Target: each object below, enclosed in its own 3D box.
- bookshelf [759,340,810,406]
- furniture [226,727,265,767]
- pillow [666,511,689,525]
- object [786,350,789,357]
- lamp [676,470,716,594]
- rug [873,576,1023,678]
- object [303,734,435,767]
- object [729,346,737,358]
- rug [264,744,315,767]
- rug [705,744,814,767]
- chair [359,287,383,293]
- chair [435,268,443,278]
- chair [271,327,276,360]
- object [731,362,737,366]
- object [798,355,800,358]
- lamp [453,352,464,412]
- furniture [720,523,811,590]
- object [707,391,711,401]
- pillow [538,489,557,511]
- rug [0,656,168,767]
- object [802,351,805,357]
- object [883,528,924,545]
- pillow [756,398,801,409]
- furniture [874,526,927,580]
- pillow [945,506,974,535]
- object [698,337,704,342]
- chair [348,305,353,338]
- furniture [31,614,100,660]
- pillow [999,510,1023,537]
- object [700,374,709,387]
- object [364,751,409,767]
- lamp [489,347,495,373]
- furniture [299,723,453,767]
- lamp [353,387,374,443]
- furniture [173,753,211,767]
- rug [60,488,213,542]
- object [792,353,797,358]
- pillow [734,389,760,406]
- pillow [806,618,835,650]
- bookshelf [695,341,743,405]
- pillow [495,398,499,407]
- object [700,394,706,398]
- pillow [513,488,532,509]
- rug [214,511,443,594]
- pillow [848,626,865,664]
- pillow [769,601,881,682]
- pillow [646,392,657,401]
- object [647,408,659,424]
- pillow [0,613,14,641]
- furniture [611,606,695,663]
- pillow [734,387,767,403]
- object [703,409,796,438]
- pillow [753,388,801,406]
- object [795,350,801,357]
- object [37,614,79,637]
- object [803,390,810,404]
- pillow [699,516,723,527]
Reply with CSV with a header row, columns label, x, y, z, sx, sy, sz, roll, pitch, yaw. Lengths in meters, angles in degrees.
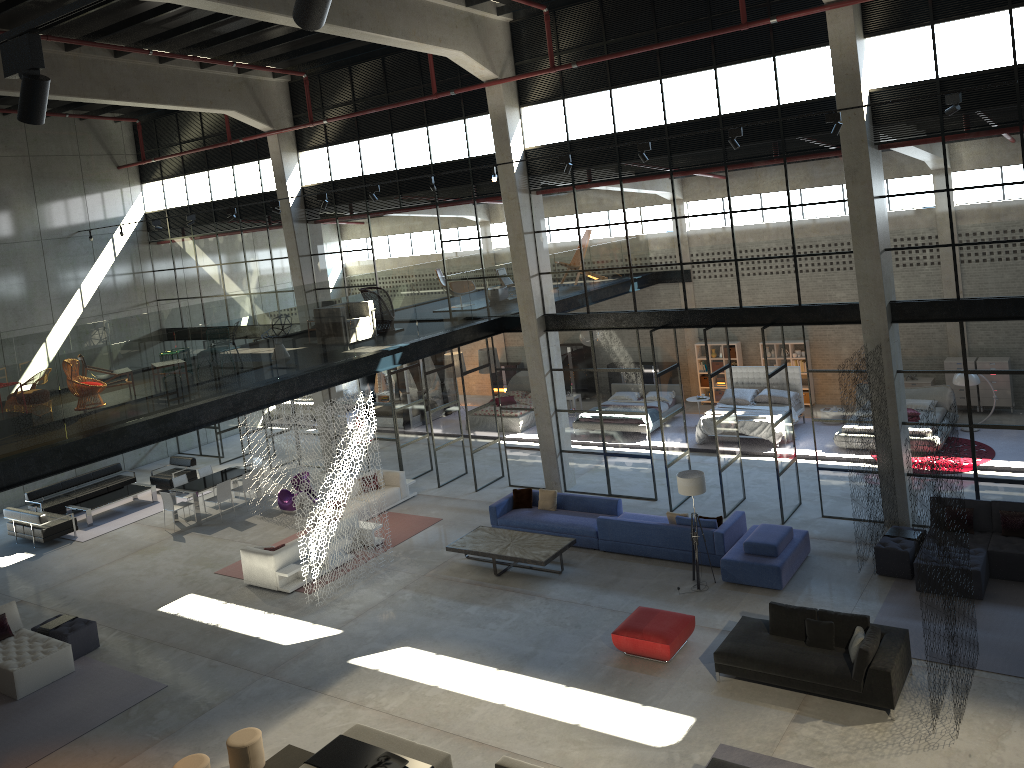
label,x,y,z,sx,sy,sz,roll,pitch,yaw
bookshelf,7.403,-0.272,23.589,1.235,1.743,0.335,-3,5,35
furniture,-3.104,4.302,10.241,0.398,0.397,0.408,-4,8,25
pillow,2.827,2.337,14.790,0.400,0.378,0.210,-2,7,36
object,7.310,-0.843,23.514,0.166,0.249,0.167,-8,6,-10
lamp,2.793,2.275,13.480,0.427,1.729,0.679,-5,5,33
rug,6.692,3.118,11.282,3.617,0.020,2.698,1,13,35
object,-1.536,4.110,9.402,1.468,0.086,0.545,1,13,35
object,6.111,-0.892,24.385,0.322,0.295,0.329,-2,9,35
rug,-1.964,4.704,8.522,3.617,0.020,2.698,1,13,35
rug,3.036,4.294,7.543,3.617,0.020,2.698,1,13,35
chair,-2.930,-1.628,19.128,0.686,0.978,0.839,-6,6,6
chair,-1.374,-2.507,22.544,0.985,1.019,0.794,-10,7,-26
chair,-4.500,-0.888,16.805,0.564,0.794,0.613,-7,6,2
object,6.180,-0.553,24.413,0.259,0.132,0.059,0,7,35
object,7.609,-0.736,23.255,0.065,0.063,0.066,-8,7,-7
lamp,-1.618,0.001,26.851,0.805,1.908,0.686,-8,4,-13
furniture,4.016,2.613,13.884,0.946,0.549,1.566,-1,12,35
object,5.610,0.339,24.877,0.140,0.233,0.140,-9,5,-18
pillow,0.679,2.214,16.731,0.400,0.378,0.210,-2,7,36
rug,-6.979,4.681,11.716,2.639,0.020,3.698,1,13,35
object,7.765,-0.802,23.307,0.143,0.136,0.141,-12,9,-37
object,6.026,2.345,13.514,0.517,0.098,0.306,2,14,40
pillow,6.503,0.375,21.405,0.956,0.327,0.729,1,12,36
furniture,5.959,2.557,13.415,0.507,0.451,0.977,-1,11,40
pillow,6.835,2.081,13.418,0.412,0.342,0.239,-1,8,36
object,5.405,-1.269,25.005,0.232,0.150,0.054,-1,6,33
chair,-3.280,-1.150,17.311,0.801,0.825,1.000,-2,9,35
furniture,-7.105,4.026,13.958,0.956,0.451,0.518,-1,9,30
pillow,7.449,2.077,12.998,0.405,0.374,0.195,-2,7,35
object,5.555,-0.098,24.883,0.322,0.295,0.329,-2,9,35
object,-1.334,4.042,9.261,0.385,0.035,0.393,2,14,38
lamp,-0.584,-0.129,26.876,0.805,1.907,0.686,-8,4,-13
furniture,-1.635,4.322,9.238,1.443,0.395,1.566,0,13,35
lamp,-3.087,0.602,17.840,0.438,1.091,0.446,-3,6,44
furniture,-3.574,4.439,9.830,0.407,0.397,0.400,-13,9,-40
rug,-9.469,3.083,21.375,2.402,0.025,3.455,1,13,35
object,7.515,-0.762,23.318,0.115,0.111,0.118,-1,9,38
pillow,5.630,0.338,21.793,1.023,0.370,0.677,1,12,38
pillow,3.750,3.036,10.675,0.341,0.305,0.190,-2,7,33
bookshelf,5.860,-0.294,24.659,1.235,1.743,0.335,-3,5,35
pillow,-0.284,0.482,25.055,0.873,0.210,0.643,-4,11,14
object,4.873,0.303,22.388,0.168,0.089,0.171,-7,9,-3
pillow,0.209,2.221,17.010,0.397,0.368,0.263,-5,6,14
rug,-3.517,3.171,17.273,2.639,0.020,3.698,1,13,35
pillow,4.065,3.064,10.317,0.207,0.312,0.347,-6,7,14
pillow,3.883,3.013,10.623,0.749,0.414,1.592,-11,11,-25
pillow,3.464,0.372,23.784,1.922,0.310,0.558,1,12,35
object,2.773,0.816,22.649,2.104,0.244,0.732,1,13,35
pillow,-8.018,3.827,13.641,0.234,0.341,0.421,-3,9,34
furniture,1.931,3.381,11.885,0.852,0.373,0.871,0,12,35
pillow,5.880,0.268,21.988,1.049,0.319,0.498,0,11,35
object,5.489,0.951,20.725,2.274,0.652,0.663,1,11,38
pillow,6.444,0.299,21.341,0.976,0.289,0.704,1,13,37
object,7.627,-0.820,23.402,0.174,0.168,0.177,-7,7,3
object,-7.248,3.846,14.019,0.299,0.098,0.528,-1,12,30
object,7.806,0.335,23.386,0.322,0.295,0.329,-2,9,35
pillow,3.298,2.339,14.513,0.397,0.368,0.263,-5,6,14
